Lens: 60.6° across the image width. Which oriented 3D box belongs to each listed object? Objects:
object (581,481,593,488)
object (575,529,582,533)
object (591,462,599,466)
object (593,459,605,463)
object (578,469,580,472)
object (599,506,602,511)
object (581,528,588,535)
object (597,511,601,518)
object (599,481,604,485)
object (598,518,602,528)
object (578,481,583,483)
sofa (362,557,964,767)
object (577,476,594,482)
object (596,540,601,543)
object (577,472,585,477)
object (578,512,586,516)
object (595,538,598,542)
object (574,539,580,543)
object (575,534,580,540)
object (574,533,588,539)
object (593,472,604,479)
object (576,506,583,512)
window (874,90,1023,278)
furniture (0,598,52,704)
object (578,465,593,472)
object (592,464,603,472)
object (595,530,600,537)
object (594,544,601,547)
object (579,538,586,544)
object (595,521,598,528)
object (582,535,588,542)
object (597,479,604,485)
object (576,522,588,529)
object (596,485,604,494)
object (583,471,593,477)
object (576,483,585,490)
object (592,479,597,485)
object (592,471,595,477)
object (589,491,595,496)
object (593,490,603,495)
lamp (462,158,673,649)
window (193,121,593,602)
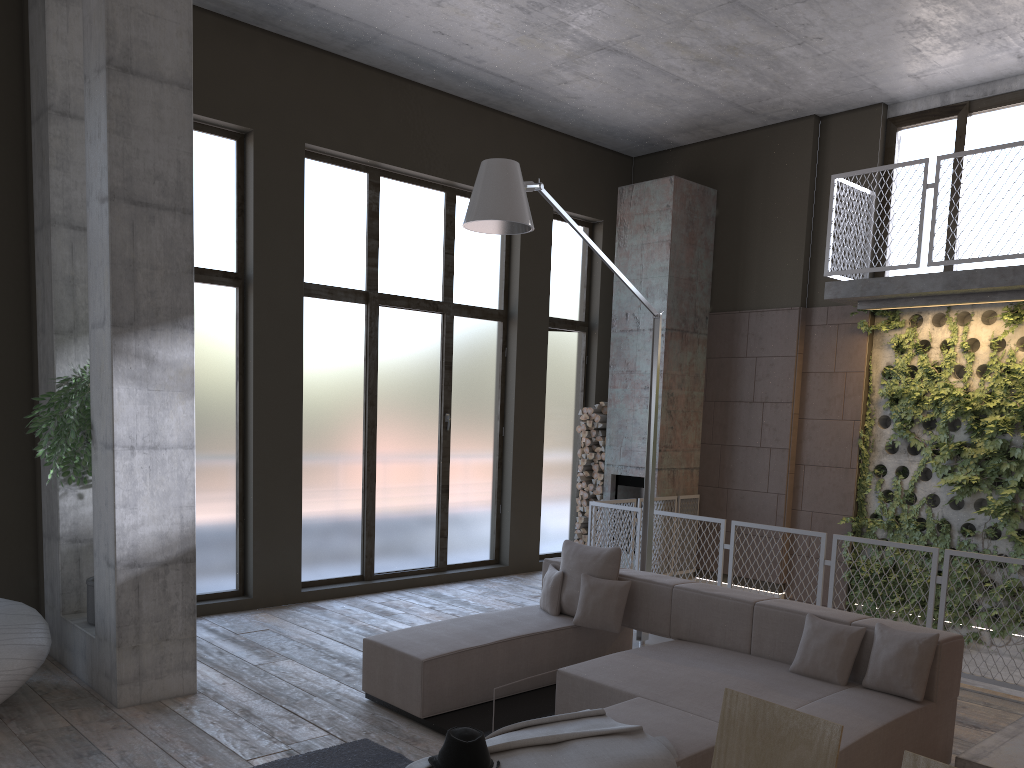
[{"bbox_3d":[1.057,1.250,10.979,0.455,0.090,0.090,3,1,-42],"label":"object"},{"bbox_3d":[0.957,1.857,11.087,0.363,0.068,0.121,3,-1,-44],"label":"object"},{"bbox_3d":[1.119,0.988,10.851,0.359,0.075,0.064,3,2,-41],"label":"object"},{"bbox_3d":[1.142,0.947,10.784,0.332,0.057,0.088,3,0,-42],"label":"object"},{"bbox_3d":[0.999,1.068,11.020,0.423,0.072,0.066,3,1,-42],"label":"object"},{"bbox_3d":[1.240,1.514,10.811,0.434,0.080,0.114,3,0,-43],"label":"object"},{"bbox_3d":[1.051,1.843,11.040,0.435,0.080,0.114,3,0,-42],"label":"object"},{"bbox_3d":[1.224,1.593,10.799,0.479,0.085,0.093,3,1,-42],"label":"object"},{"bbox_3d":[1.164,1.204,10.679,0.250,0.048,0.062,3,0,-44],"label":"object"},{"bbox_3d":[1.208,1.704,10.775,0.363,0.127,0.063,3,3,-41],"label":"object"},{"bbox_3d":[0.999,1.210,11.008,0.425,0.086,0.066,3,2,-40],"label":"object"},{"bbox_3d":[0.373,1.687,4.952,3.009,0.794,2.978,3,-2,-43],"label":"sofa"},{"bbox_3d":[0.979,1.174,10.904,0.422,0.073,0.071,3,1,-42],"label":"object"},{"bbox_3d":[1.138,1.925,10.764,0.250,0.048,0.062,3,0,-44],"label":"object"},{"bbox_3d":[0.983,1.136,11.002,0.363,0.068,0.121,3,-1,-44],"label":"object"},{"bbox_3d":[0.984,1.664,11.113,0.364,0.119,0.069,3,3,-43],"label":"object"},{"bbox_3d":[1.184,1.925,10.872,0.422,0.068,0.067,3,1,-42],"label":"object"},{"bbox_3d":[0.969,2.000,11.128,0.437,0.093,0.091,3,1,-42],"label":"object"},{"bbox_3d":[0.973,1.931,11.093,0.425,0.086,0.066,3,2,-40],"label":"object"},{"bbox_3d":[0.953,1.895,10.989,0.422,0.073,0.071,3,1,-42],"label":"object"},{"bbox_3d":[1.187,1.125,10.814,0.437,0.094,0.091,3,1,-42],"label":"object"},{"bbox_3d":[0.989,1.562,11.085,0.436,0.108,0.079,3,2,-43],"label":"object"},{"bbox_3d":[5.018,-1.798,7.725,0.109,1.769,3.542,-4,4,-43],"label":"window"},{"bbox_3d":[-3.712,1.721,5.103,1.794,0.821,1.616,2,0,-5],"label":"furniture"},{"bbox_3d":[1.018,1.048,10.954,0.455,0.090,0.090,3,1,-41],"label":"object"},{"bbox_3d":[1.121,1.022,10.769,0.293,0.108,0.097,3,2,-43],"label":"object"},{"bbox_3d":[1.162,1.846,10.899,0.437,0.094,0.091,3,1,-42],"label":"object"},{"bbox_3d":[1.130,2.001,10.779,0.292,0.104,0.100,3,1,-44],"label":"object"},{"bbox_3d":[1.032,1.971,11.064,0.455,0.090,0.090,3,1,-42],"label":"object"},{"bbox_3d":[1.095,1.743,10.854,0.293,0.108,0.097,3,2,-43],"label":"object"},{"bbox_3d":[1.076,1.916,10.984,0.479,0.085,0.093,3,1,-42],"label":"object"},{"bbox_3d":[1.209,1.204,10.787,0.422,0.068,0.067,3,1,-42],"label":"object"},{"bbox_3d":[0.992,1.769,11.039,0.455,0.090,0.090,3,1,-41],"label":"object"},{"bbox_3d":[1.156,1.280,10.694,0.292,0.104,0.100,3,1,-44],"label":"object"},{"bbox_3d":[1.077,1.123,10.955,0.435,0.080,0.114,3,0,-42],"label":"object"},{"bbox_3d":[0.994,1.279,11.043,0.437,0.093,0.091,3,1,-42],"label":"object"},{"bbox_3d":[1.155,1.205,10.846,0.422,0.068,0.066,3,1,-42],"label":"object"},{"bbox_3d":[1.154,1.111,10.887,0.362,0.087,0.100,3,1,-42],"label":"object"},{"bbox_3d":[1.099,1.344,10.900,0.359,0.075,0.064,3,1,-44],"label":"object"},{"bbox_3d":[1.166,1.331,10.821,0.363,0.068,0.121,3,-1,-42],"label":"object"},{"bbox_3d":[0.617,0.424,6.384,0.750,3.468,2.616,7,6,35],"label":"lamp"},{"bbox_3d":[-2.420,-0.109,7.966,9.195,4.221,0.207,2,5,-44],"label":"window"}]
